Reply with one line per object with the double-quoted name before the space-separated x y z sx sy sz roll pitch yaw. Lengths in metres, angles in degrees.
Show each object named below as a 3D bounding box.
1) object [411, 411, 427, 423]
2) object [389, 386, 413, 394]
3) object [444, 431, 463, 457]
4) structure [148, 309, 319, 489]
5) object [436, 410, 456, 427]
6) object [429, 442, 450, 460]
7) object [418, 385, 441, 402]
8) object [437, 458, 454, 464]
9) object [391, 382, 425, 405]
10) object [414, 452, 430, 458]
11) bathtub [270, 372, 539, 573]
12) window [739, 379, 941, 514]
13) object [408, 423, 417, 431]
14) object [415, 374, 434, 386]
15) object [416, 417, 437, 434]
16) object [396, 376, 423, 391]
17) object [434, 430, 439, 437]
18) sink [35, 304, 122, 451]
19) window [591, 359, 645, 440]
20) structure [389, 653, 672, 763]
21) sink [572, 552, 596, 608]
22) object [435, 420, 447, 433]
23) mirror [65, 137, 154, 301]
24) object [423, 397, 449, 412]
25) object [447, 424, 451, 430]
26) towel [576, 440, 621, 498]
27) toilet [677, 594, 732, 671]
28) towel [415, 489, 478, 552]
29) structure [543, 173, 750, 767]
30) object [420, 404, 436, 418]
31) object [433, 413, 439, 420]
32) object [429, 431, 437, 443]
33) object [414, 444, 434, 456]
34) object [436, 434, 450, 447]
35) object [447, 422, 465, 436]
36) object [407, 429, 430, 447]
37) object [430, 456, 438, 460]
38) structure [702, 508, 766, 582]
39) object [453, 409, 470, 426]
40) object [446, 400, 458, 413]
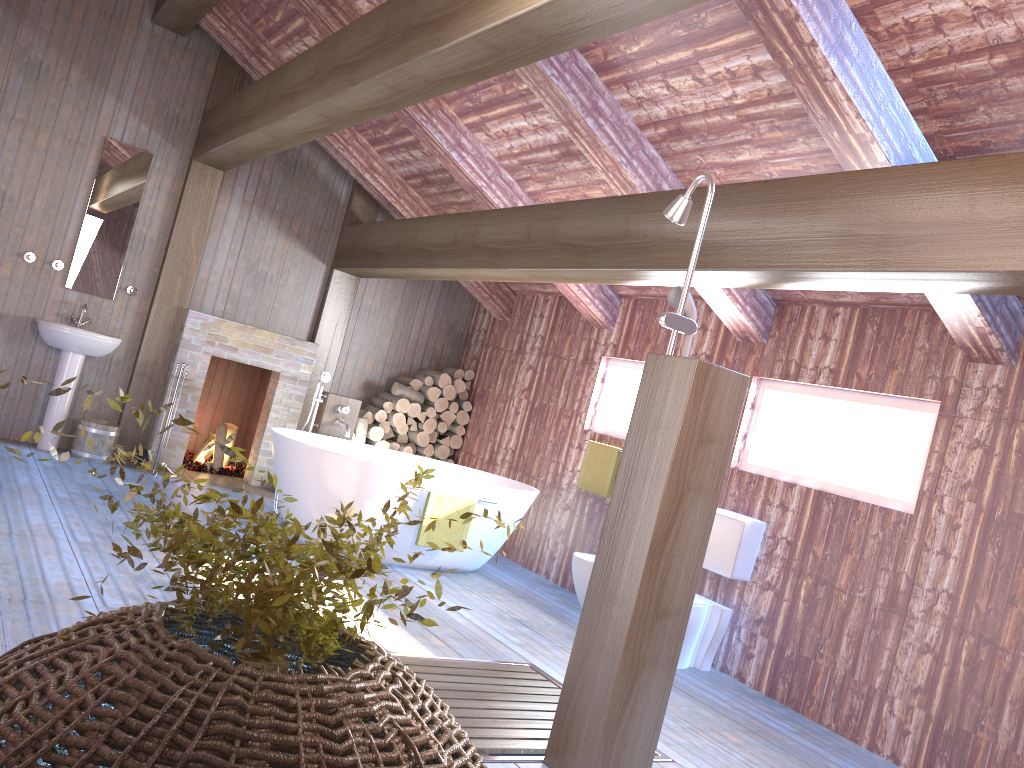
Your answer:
"object" -0.931 0.279 8.154 0.109 0.124 0.424 16 -2 -33
"object" -1.020 0.070 8.188 0.113 0.130 0.291 16 -2 -32
"object" -0.642 0.561 8.388 0.137 0.256 0.439 16 -2 -32
"structure" -2.350 0.157 7.458 1.130 1.330 0.226 16 -2 -33
"object" -0.713 0.295 8.331 0.172 0.151 0.482 16 -2 -31
"object" -0.752 0.604 8.322 0.137 0.133 0.437 16 -2 -34
"object" -0.825 0.062 8.217 0.139 0.148 0.458 16 -2 -32
"object" -0.704 0.738 8.386 0.139 0.137 0.455 16 -2 -34
"object" -0.938 0.090 8.007 0.302 0.157 0.121 16 -2 -32
"object" -0.862 0.693 8.220 0.116 0.117 0.289 16 -2 -35
"bathtub" -0.713 0.638 6.092 1.935 1.109 1.460 15 -2 -11
"window" 1.817 0.320 4.993 0.054 0.587 1.255 16 -2 -32
"object" -0.953 0.367 8.159 0.085 0.096 0.280 16 -2 -32
"object" -0.812 -0.037 8.179 0.094 0.097 0.227 16 -2 -32
"object" -0.857 0.360 8.215 0.136 0.157 0.439 16 -2 -32
"object" -0.956 0.000 8.220 0.140 0.121 0.319 16 -2 -31
"object" -0.751 0.454 8.279 0.065 0.069 0.177 16 -2 -33
"sink" -3.332 -0.047 6.650 0.582 1.143 0.475 16 -2 -33
"window" 1.019 0.154 6.307 0.054 0.587 1.255 16 -2 -32
"structure" -0.052 1.316 3.583 1.000 0.067 1.000 16 -2 -33
"sink" 0.603 1.272 5.800 0.515 0.517 0.335 16 -2 -32
"object" -0.746 0.369 8.284 0.102 0.109 0.438 16 -2 -32
"mirror" -3.116 -1.272 6.872 0.350 1.199 0.009 16 -2 -33
"object" -0.759 0.173 8.253 0.143 0.151 0.440 16 -2 -32
"object" -0.660 0.386 8.395 0.088 0.092 0.280 16 -2 -32
"towel" 0.625 0.609 6.390 0.032 0.361 0.370 16 -2 -32
"toilet" 0.905 1.389 5.073 0.534 0.400 0.375 16 -2 -32
"towel" -0.412 0.870 5.632 0.370 0.361 0.032 16 -2 -36
"structure" 0.532 0.303 3.172 0.328 2.209 0.522 15 -2 -12
"object" -0.840 0.231 8.204 0.102 0.109 0.438 16 -2 -32
"object" -0.782 0.296 8.228 0.095 0.090 0.278 16 -2 -31
"object" -0.813 0.463 8.240 0.111 0.118 0.302 16 -2 -33
"object" -0.839 0.588 8.227 0.114 0.113 0.301 16 -2 -35
"object" -0.718 0.492 8.320 0.115 0.112 0.423 16 -2 -32
"object" -0.586 0.404 8.391 0.102 0.109 0.438 16 -2 -32
"object" -0.923 0.470 8.188 0.141 0.143 0.437 16 -2 -34
"object" -0.839 0.704 8.390 0.118 0.106 0.319 16 -2 -35
"structure" 1.267 0.937 5.234 0.182 0.363 0.358 16 -2 -32
"object" -0.565 0.287 8.393 0.147 0.152 0.439 16 -2 -32
"object" -0.642 0.193 8.327 0.089 0.106 0.437 16 -2 -32
